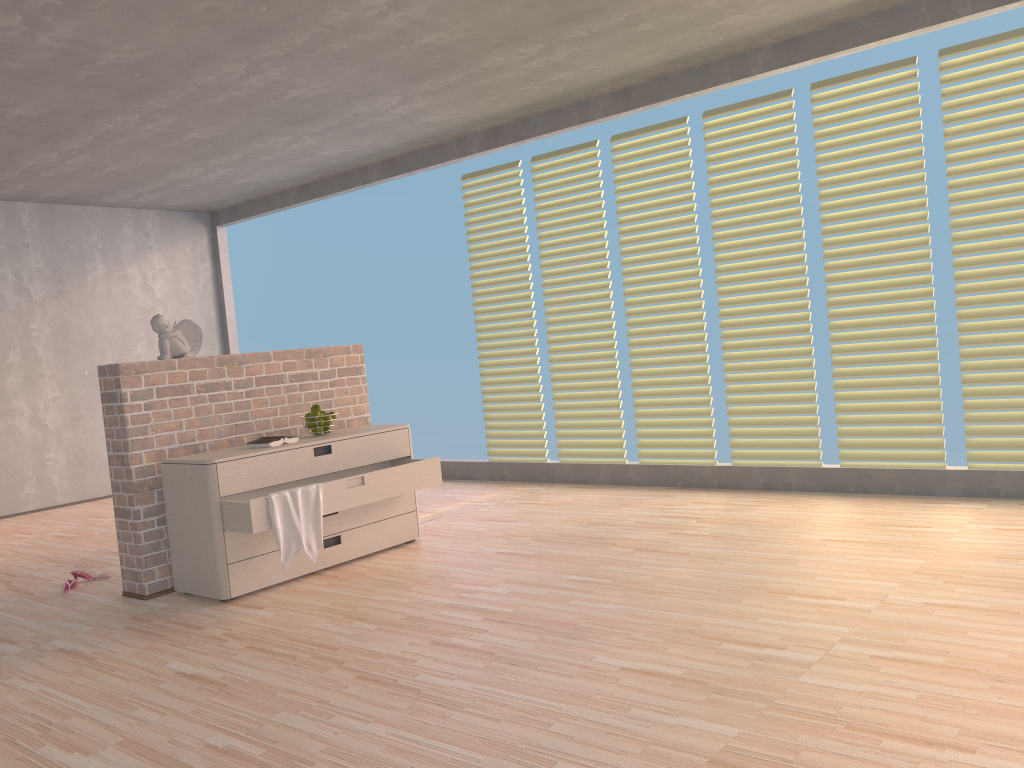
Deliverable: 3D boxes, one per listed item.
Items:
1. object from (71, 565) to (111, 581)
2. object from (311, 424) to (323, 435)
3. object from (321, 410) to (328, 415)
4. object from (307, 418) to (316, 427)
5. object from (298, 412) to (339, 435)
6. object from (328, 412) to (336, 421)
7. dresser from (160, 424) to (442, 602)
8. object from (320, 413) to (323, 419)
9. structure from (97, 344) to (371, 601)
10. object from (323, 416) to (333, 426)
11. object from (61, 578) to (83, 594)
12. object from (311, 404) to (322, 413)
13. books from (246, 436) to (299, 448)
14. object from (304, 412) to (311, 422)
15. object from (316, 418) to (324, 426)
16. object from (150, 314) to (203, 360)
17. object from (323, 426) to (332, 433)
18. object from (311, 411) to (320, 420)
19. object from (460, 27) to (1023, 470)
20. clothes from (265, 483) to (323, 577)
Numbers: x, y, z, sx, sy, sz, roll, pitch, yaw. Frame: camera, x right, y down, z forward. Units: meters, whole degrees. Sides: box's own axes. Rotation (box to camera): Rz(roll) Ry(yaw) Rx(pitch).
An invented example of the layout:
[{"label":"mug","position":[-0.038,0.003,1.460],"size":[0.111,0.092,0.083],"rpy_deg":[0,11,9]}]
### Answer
[{"label":"object","position":[-2.111,0.942,4.441],"size":[0.188,0.085,0.069],"rpy_deg":[-6,3,-11]},{"label":"object","position":[-0.971,0.225,4.422],"size":[0.060,0.055,0.059],"rpy_deg":[-6,3,-5]},{"label":"object","position":[-0.949,0.154,4.473],"size":[0.039,0.043,0.043],"rpy_deg":[-4,3,25]},{"label":"object","position":[-0.993,0.190,4.396],"size":[0.046,0.044,0.046],"rpy_deg":[-4,3,35]},{"label":"object","position":[-0.964,0.206,4.449],"size":[0.202,0.104,0.202],"rpy_deg":[-4,3,33]},{"label":"object","position":[-0.907,0.163,4.462],"size":[0.047,0.047,0.046],"rpy_deg":[-6,3,-13]},{"label":"dresser","position":[-0.777,0.549,4.424],"size":[0.605,0.612,1.686],"rpy_deg":[-3,3,39]},{"label":"object","position":[-0.959,0.164,4.423],"size":[0.039,0.038,0.039],"rpy_deg":[-6,3,-22]},{"label":"structure","position":[-1.309,0.371,4.520],"size":[0.211,1.057,1.422],"rpy_deg":[-3,3,39]},{"label":"object","position":[-0.923,0.184,4.424],"size":[0.057,0.057,0.057],"rpy_deg":[-6,3,-17]},{"label":"object","position":[-2.117,0.961,4.260],"size":[0.078,0.066,0.192],"rpy_deg":[-6,3,-14]},{"label":"object","position":[-0.981,0.129,4.445],"size":[0.054,0.056,0.054],"rpy_deg":[-3,3,39]},{"label":"books","position":[-1.120,0.266,4.161],"size":[0.146,0.040,0.209],"rpy_deg":[-4,3,30]},{"label":"object","position":[-1.012,0.168,4.436],"size":[0.049,0.053,0.054],"rpy_deg":[-6,3,-20]},{"label":"object","position":[-0.949,0.189,4.392],"size":[0.038,0.040,0.039],"rpy_deg":[-8,4,-42]},{"label":"object","position":[-1.598,-0.226,4.205],"size":[0.131,0.218,0.216],"rpy_deg":[-3,3,39]},{"label":"object","position":[-0.932,0.224,4.462],"size":[0.048,0.048,0.046],"rpy_deg":[-4,3,28]},{"label":"object","position":[-0.972,0.155,4.386],"size":[0.046,0.045,0.046],"rpy_deg":[-3,3,39]},{"label":"object","position":[1.422,-0.553,5.058],"size":[4.372,2.114,0.044],"rpy_deg":[-3,3,39]},{"label":"clothes","position":[-0.916,0.627,3.797],"size":[0.097,0.369,0.325],"rpy_deg":[-3,3,40]}]
